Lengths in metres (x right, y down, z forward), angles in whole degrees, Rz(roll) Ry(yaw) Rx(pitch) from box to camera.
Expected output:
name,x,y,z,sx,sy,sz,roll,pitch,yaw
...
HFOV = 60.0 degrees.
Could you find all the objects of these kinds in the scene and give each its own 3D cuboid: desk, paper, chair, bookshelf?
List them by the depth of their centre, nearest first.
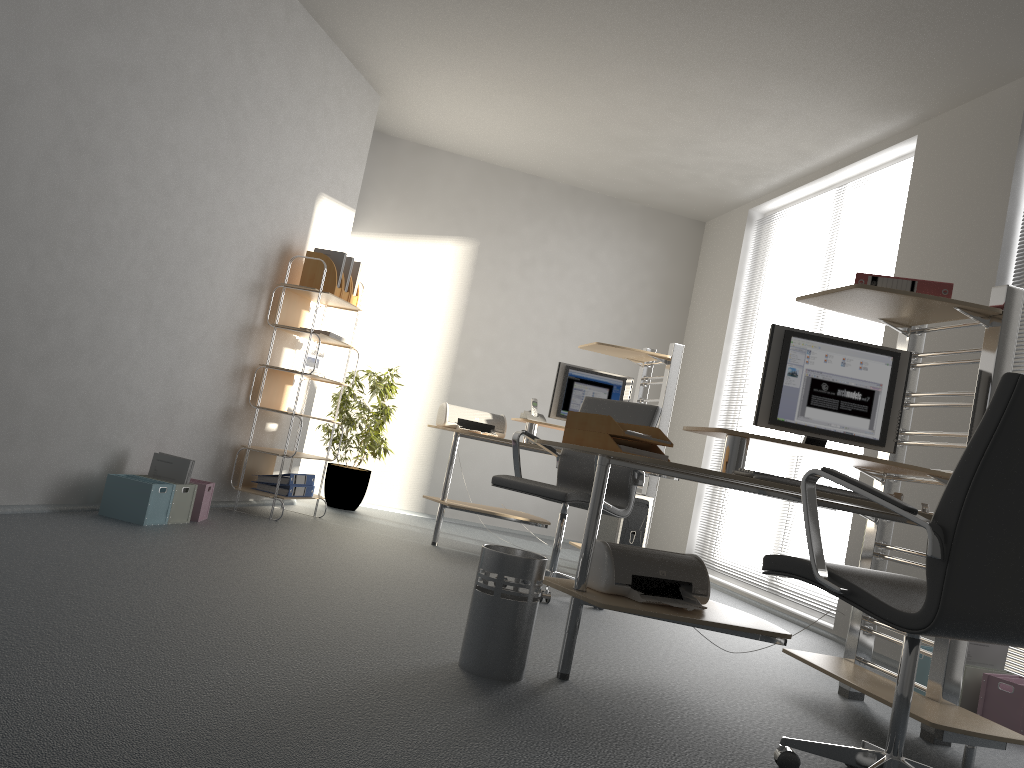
name,x,y,z,sx,sy,sz,roll,pitch,yaw
chair,1.031,0.528,2.214,0.584,1.048,0.652,14,-5,-26
desk,0.897,0.288,2.896,1.469,1.566,0.967,12,-4,-13
paper,0.354,0.220,3.020,0.210,0.019,0.297,14,-5,-34
paper,0.364,0.169,3.024,0.210,0.010,0.297,14,-5,-34
paper,-1.713,0.506,4.398,0.220,0.306,0.068,10,-4,14
chair,0.290,0.548,4.482,0.584,1.048,0.652,8,-6,43
bookshelf,-1.304,0.042,5.551,0.381,1.572,0.724,10,-4,15
paper,-1.170,-0.694,5.562,0.213,0.297,0.045,11,-4,12
desk,0.253,0.360,5.614,1.469,1.566,0.967,12,-4,-13
paper,-1.197,-0.303,5.666,0.213,0.046,0.297,10,-4,14
paper,-1.143,-0.679,5.682,0.213,0.297,0.045,10,-4,15
paper,-1.107,-0.663,5.801,0.213,0.297,0.045,10,-4,18

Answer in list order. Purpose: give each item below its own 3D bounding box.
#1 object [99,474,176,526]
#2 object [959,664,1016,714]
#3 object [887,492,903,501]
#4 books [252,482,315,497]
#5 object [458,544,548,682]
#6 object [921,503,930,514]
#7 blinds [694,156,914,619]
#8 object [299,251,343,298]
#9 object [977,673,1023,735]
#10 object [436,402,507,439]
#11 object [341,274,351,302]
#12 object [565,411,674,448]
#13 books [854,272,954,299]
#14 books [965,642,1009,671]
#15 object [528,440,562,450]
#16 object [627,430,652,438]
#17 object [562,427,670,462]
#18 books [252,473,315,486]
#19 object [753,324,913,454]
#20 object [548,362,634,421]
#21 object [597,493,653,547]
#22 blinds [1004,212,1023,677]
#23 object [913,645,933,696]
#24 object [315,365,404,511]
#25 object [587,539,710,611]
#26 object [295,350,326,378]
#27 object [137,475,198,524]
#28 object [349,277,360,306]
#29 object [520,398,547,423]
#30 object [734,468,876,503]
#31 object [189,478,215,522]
name,x,y,z,sx,sy,sz,roll,pitch,yaw
object,-1.771,0.551,4.199,0.245,0.202,0.185,10,-4,14
object,1.873,1.245,3.619,0.245,0.202,0.185,12,-4,-13
object,1.326,0.406,3.088,0.054,0.064,0.159,7,-6,44
books,-1.415,0.638,5.490,0.262,0.072,0.320,10,-4,15
object,-0.028,0.704,2.735,0.208,0.377,0.208,9,-5,31
object,1.411,0.430,3.030,0.022,0.042,0.134,9,-5,29
blinds,1.909,0.017,6.026,0.037,2.749,1.950,12,-4,-13
object,-1.176,-0.677,5.541,0.243,0.259,0.113,11,-4,12
object,1.951,1.245,3.405,0.245,0.202,0.185,14,-5,-31
object,-0.234,0.240,5.750,0.438,0.162,0.351,13,-4,-21
object,-1.150,-0.662,5.661,0.243,0.259,0.113,10,-4,15
object,0.367,0.152,3.026,0.225,0.060,0.309,14,-5,-34
books,1.422,-0.325,3.257,0.320,0.072,0.262,10,-4,19
books,1.890,1.176,3.609,0.220,0.306,0.068,12,-4,-12
object,0.303,0.442,5.728,0.478,0.082,0.814,12,-4,-5
object,0.422,0.166,2.939,0.008,0.009,0.159,8,-6,41
object,0.355,0.207,3.022,0.225,0.060,0.309,14,-5,-34
books,-1.414,0.583,5.497,0.263,0.100,0.320,10,-4,15
object,1.165,0.044,3.266,0.516,0.418,0.245,11,-4,9
object,0.524,0.116,5.962,0.516,0.418,0.245,11,-4,2
object,0.687,0.891,5.623,0.199,0.422,0.471,12,-4,-13
blinds,2.556,-0.055,3.301,0.022,2.770,1.950,12,-4,-13
object,1.831,1.250,3.799,0.245,0.202,0.185,12,-4,-13
object,-1.136,0.380,6.660,0.544,1.147,0.644,10,-4,16
object,0.489,0.636,2.938,0.438,0.162,0.351,14,-5,-28
object,-1.249,-0.133,5.550,0.077,0.161,0.192,9,-5,33
object,-1.730,0.573,4.378,0.245,0.202,0.185,10,-4,14
object,-1.116,-0.647,5.779,0.243,0.259,0.113,10,-4,18
object,0.151,0.169,5.848,0.150,0.151,0.119,14,-5,-27
object,0.907,0.361,3.017,0.478,0.082,0.814,12,-4,-5
object,-1.707,0.594,4.603,0.245,0.202,0.185,12,-4,-4
